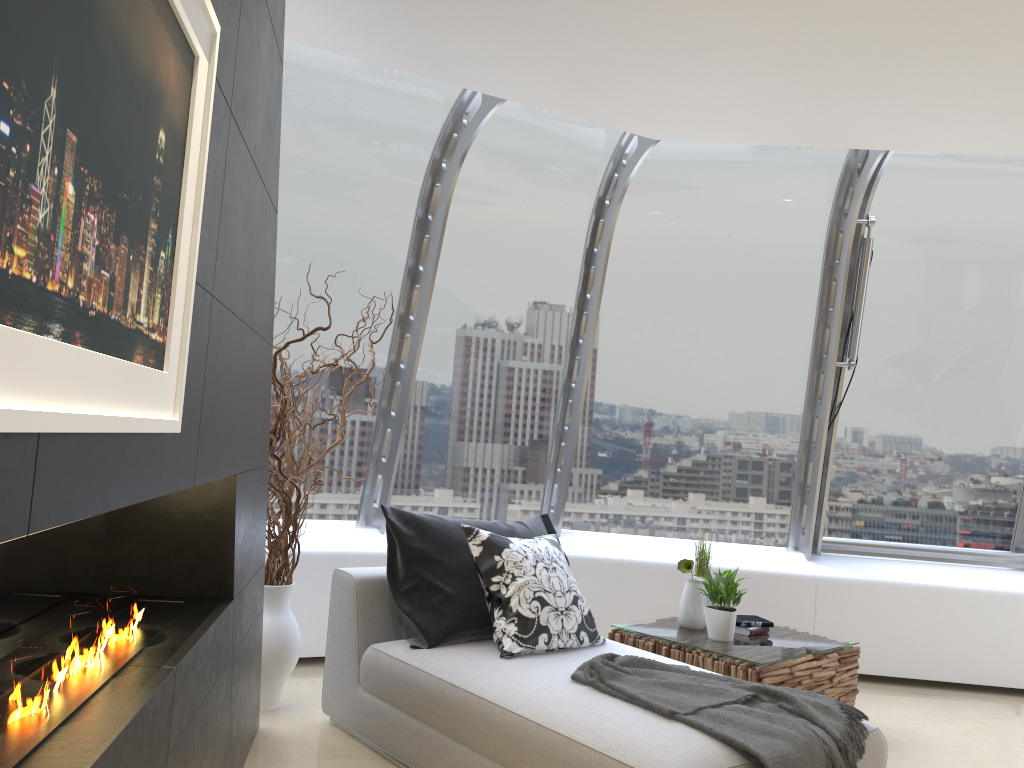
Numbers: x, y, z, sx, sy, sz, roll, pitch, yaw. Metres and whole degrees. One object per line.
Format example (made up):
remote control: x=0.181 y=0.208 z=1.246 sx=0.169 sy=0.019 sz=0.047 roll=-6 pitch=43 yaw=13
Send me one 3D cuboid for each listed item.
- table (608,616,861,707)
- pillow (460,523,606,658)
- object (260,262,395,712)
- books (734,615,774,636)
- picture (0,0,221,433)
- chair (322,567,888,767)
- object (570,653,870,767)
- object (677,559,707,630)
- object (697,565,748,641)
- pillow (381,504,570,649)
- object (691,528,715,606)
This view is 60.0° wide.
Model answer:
table: x=1.133 y=1.499 z=4.540 sx=1.007 sy=0.436 sz=0.923 roll=8 pitch=-5 yaw=-43
pillow: x=0.108 y=0.896 z=3.890 sx=0.683 sy=0.528 sz=0.431 roll=8 pitch=-5 yaw=-44
object: x=-1.306 y=0.461 z=4.103 sx=1.370 sy=2.059 sz=1.508 roll=5 pitch=-4 yaw=-7
books: x=1.225 y=1.264 z=4.647 sx=0.265 sy=0.063 sz=0.246 roll=6 pitch=-4 yaw=-21
picture: x=-0.461 y=-0.364 z=0.704 sx=0.025 sy=0.804 sz=2.068 roll=5 pitch=-4 yaw=-8
chair: x=0.248 y=1.232 z=3.577 sx=1.176 sy=0.690 sz=2.068 roll=7 pitch=-5 yaw=-38
object: x=0.773 y=1.214 z=3.176 sx=0.825 sy=0.359 sz=1.024 roll=7 pitch=-5 yaw=-39
object: x=0.912 y=1.083 z=4.588 sx=0.152 sy=0.370 sz=0.297 roll=1 pitch=-5 yaw=36
object: x=1.045 y=1.084 z=4.416 sx=0.284 sy=0.369 sz=0.215 roll=2 pitch=-4 yaw=25
pillow: x=-0.101 y=0.878 z=4.111 sx=1.070 sy=0.597 sz=0.510 roll=7 pitch=-5 yaw=-38
object: x=1.026 y=1.035 z=4.804 sx=0.153 sy=0.511 sz=0.150 roll=7 pitch=-5 yaw=-40
